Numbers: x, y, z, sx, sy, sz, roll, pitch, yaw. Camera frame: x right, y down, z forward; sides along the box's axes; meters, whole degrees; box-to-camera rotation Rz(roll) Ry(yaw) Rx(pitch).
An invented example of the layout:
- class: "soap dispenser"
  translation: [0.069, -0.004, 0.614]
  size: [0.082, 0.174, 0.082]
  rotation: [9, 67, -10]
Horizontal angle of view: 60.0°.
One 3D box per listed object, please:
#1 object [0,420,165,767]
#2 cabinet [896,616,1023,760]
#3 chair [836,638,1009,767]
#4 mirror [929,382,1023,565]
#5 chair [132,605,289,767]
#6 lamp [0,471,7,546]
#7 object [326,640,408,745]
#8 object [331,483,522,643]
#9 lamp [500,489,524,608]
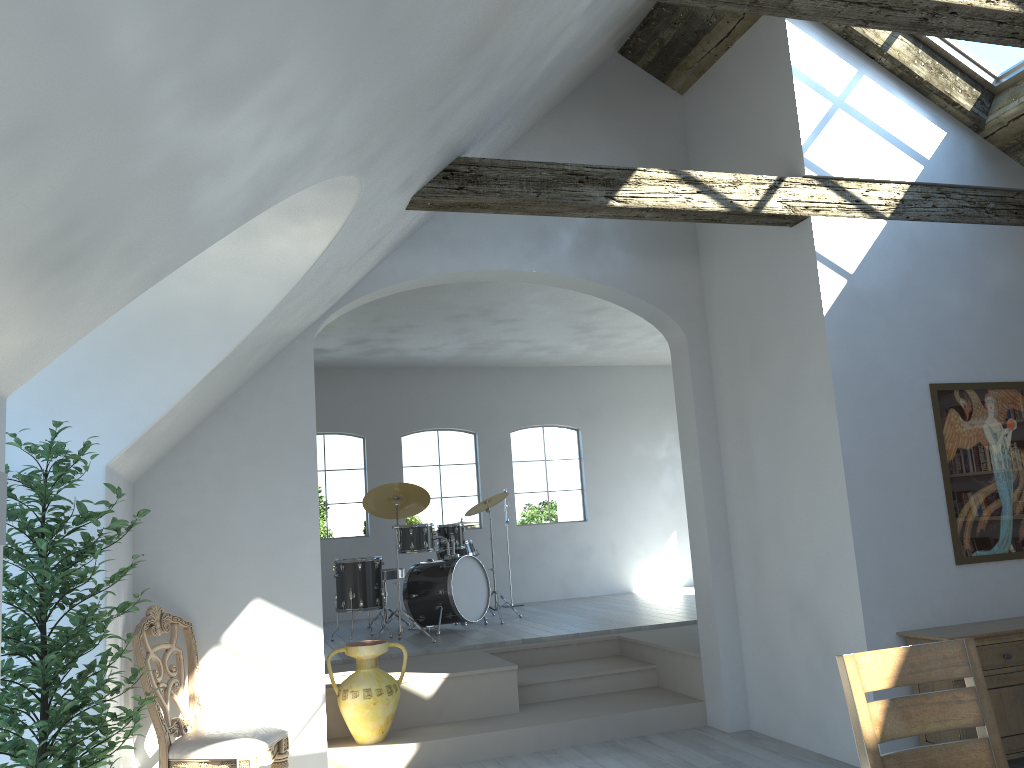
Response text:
- class: "object"
  translation: [-1.635, 1.089, 3.121]
  size: [0.718, 1.920, 0.737]
  rotation: [-4, -9, 1]
- class: "cabinet"
  translation: [2.878, 1.663, 4.847]
  size: [1.481, 0.714, 0.383]
  rotation: [-1, -10, -18]
- class: "chair"
  translation: [1.254, 1.209, 2.252]
  size: [0.514, 1.006, 0.605]
  rotation: [-1, -10, -18]
- class: "mirror"
  translation: [2.836, 0.507, 5.230]
  size: [0.736, 1.047, 0.009]
  rotation: [-1, -10, -18]
- class: "chair"
  translation: [-1.541, 1.708, 4.547]
  size: [0.655, 1.159, 0.552]
  rotation: [-5, -9, 7]
- class: "lamp"
  translation: [-0.942, 0.216, 1.502]
  size: [0.127, 0.325, 0.127]
  rotation: [-1, -10, -18]
- class: "object"
  translation: [-0.911, 1.957, 5.636]
  size: [0.396, 0.605, 0.402]
  rotation: [-9, -10, 28]
- class: "object"
  translation: [-0.965, 1.703, 8.669]
  size: [1.465, 1.383, 2.354]
  rotation: [-9, -10, 26]
- class: "lamp"
  translation: [-0.048, 1.947, 10.608]
  size: [0.232, 1.383, 0.238]
  rotation: [-1, -10, -18]
